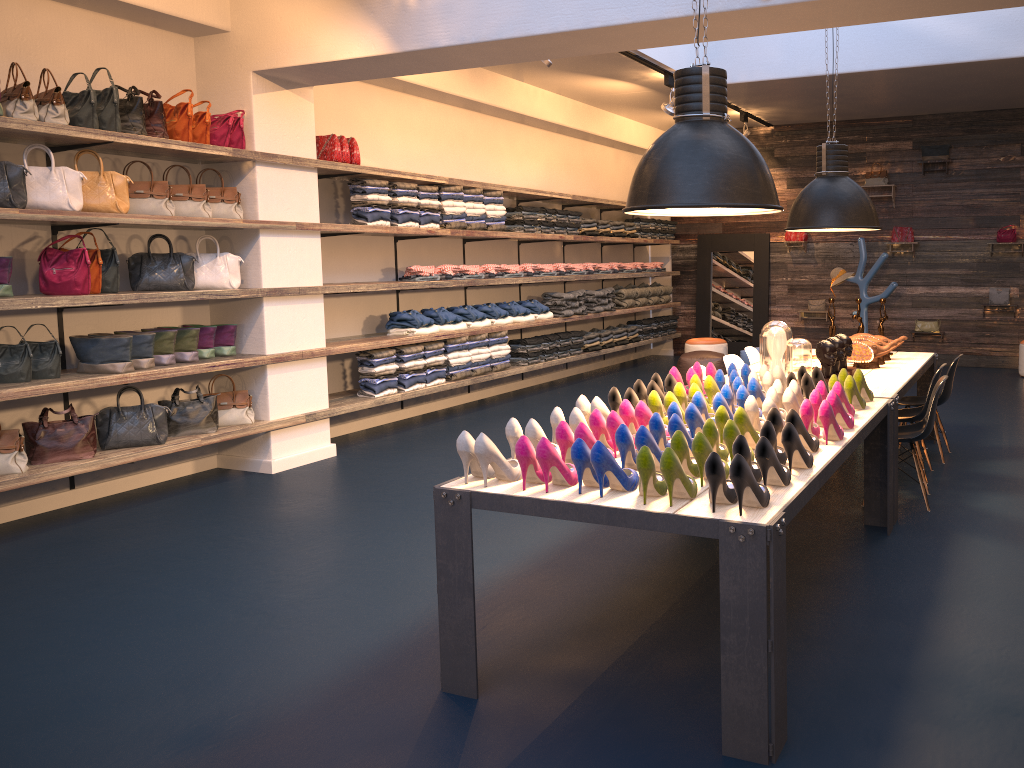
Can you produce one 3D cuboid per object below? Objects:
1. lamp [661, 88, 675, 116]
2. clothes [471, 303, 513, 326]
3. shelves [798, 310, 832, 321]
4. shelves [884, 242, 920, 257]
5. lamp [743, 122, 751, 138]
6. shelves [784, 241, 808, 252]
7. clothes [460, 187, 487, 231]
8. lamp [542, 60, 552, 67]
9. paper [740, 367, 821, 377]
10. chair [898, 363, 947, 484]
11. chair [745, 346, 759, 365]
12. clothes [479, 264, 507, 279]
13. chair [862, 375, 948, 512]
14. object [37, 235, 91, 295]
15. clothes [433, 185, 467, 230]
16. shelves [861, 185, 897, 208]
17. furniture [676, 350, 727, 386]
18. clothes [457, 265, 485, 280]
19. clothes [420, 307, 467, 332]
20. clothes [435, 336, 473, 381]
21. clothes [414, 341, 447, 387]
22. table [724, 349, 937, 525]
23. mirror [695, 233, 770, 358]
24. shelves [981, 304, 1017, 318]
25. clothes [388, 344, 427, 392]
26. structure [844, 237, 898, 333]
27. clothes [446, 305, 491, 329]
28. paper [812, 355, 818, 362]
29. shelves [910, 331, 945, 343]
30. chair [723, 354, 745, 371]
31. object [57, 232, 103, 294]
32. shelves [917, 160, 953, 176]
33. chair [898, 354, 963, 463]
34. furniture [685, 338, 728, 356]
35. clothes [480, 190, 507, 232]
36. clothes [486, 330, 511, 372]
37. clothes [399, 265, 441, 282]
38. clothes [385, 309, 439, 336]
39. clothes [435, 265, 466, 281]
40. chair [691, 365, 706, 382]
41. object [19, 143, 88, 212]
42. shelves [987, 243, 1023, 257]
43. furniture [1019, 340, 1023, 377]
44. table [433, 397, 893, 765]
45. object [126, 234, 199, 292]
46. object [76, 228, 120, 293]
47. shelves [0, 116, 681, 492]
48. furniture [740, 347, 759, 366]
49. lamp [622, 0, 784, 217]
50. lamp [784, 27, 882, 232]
[{"bbox_3d":[1.717,-3.059,9.444,0.191,0.326,0.229,-3,6,-17],"label":"lamp"},{"bbox_3d":[-0.256,-0.737,9.143,0.397,0.239,0.460,3,8,28],"label":"clothes"},{"bbox_3d":[4.474,-1.008,12.831,0.423,0.142,0.263,3,8,26],"label":"shelves"},{"bbox_3d":[5.509,-1.895,12.267,0.423,0.209,0.262,3,8,26],"label":"shelves"},{"bbox_3d":[3.162,-3.414,11.871,0.191,0.326,0.229,-3,6,-17],"label":"lamp"},{"bbox_3d":[4.206,-2.031,12.858,0.284,0.156,0.263,3,8,27],"label":"shelves"},{"bbox_3d":[-0.440,-1.739,8.628,0.248,0.453,0.362,4,7,41],"label":"clothes"},{"bbox_3d":[0.282,-2.706,7.035,0.253,0.326,0.172,-3,6,-18],"label":"lamp"},{"bbox_3d":[1.946,-0.088,6.057,0.770,0.014,0.314,-4,9,-23],"label":"paper"},{"bbox_3d":[2.771,0.246,6.106,0.510,0.797,0.499,2,6,27],"label":"chair"},{"bbox_3d":[2.201,0.100,7.171,0.510,0.797,0.499,2,6,27],"label":"chair"},{"bbox_3d":[-0.255,-1.179,9.099,0.301,0.154,0.375,2,8,23],"label":"clothes"},{"bbox_3d":[2.455,0.340,5.459,0.516,0.797,0.493,1,6,21],"label":"chair"},{"bbox_3d":[-2.647,-0.703,5.128,0.268,0.360,0.201,-5,7,-36],"label":"object"},{"bbox_3d":[-0.620,-1.695,8.327,0.248,0.453,0.362,4,7,41],"label":"clothes"},{"bbox_3d":[5.171,-2.657,12.353,0.523,0.315,0.262,3,7,26],"label":"shelves"},{"bbox_3d":[2.328,-0.196,10.596,0.630,0.421,0.672,1,7,12],"label":"furniture"},{"bbox_3d":[-0.458,-1.129,8.801,0.345,0.158,0.324,-7,10,-40],"label":"clothes"},{"bbox_3d":[-0.702,-0.628,8.396,0.390,0.239,0.467,6,10,44],"label":"clothes"},{"bbox_3d":[-0.573,-0.263,8.437,0.248,0.453,0.362,4,7,41],"label":"clothes"},{"bbox_3d":[-0.785,-0.196,8.098,0.235,0.409,0.345,3,7,35],"label":"clothes"},{"bbox_3d":[2.337,0.247,6.335,1.154,0.736,2.724,3,9,30],"label":"table"},{"bbox_3d":[3.376,-1.340,13.313,1.084,1.908,0.286,1,5,25],"label":"mirror"},{"bbox_3d":[6.636,-0.992,11.831,0.423,0.182,0.262,3,8,26],"label":"shelves"},{"bbox_3d":[-0.943,-0.150,7.784,0.235,0.409,0.345,3,7,35],"label":"clothes"},{"bbox_3d":[4.732,-1.051,11.596,0.187,1.798,0.892,-4,6,-33],"label":"structure"},{"bbox_3d":[-0.481,-0.682,8.765,0.397,0.239,0.460,3,8,28],"label":"clothes"},{"bbox_3d":[2.282,-0.192,6.777,0.308,0.014,0.784,6,10,38],"label":"paper"},{"bbox_3d":[5.849,-0.659,12.224,0.423,0.156,0.262,3,8,26],"label":"shelves"},{"bbox_3d":[1.867,0.193,6.534,0.503,0.797,0.505,3,7,36],"label":"chair"},{"bbox_3d":[-2.649,-0.735,5.274,0.274,0.383,0.209,-6,7,-39],"label":"object"},{"bbox_3d":[5.851,-2.991,12.009,0.423,0.178,0.263,3,8,26],"label":"shelves"},{"bbox_3d":[3.187,0.160,6.691,0.507,0.797,0.501,2,6,29],"label":"chair"},{"bbox_3d":[2.589,-0.365,11.566,0.540,0.478,0.624,3,8,31],"label":"furniture"},{"bbox_3d":[-0.243,-1.788,8.960,0.248,0.453,0.362,4,7,41],"label":"clothes"},{"bbox_3d":[-0.196,-0.355,9.071,0.248,0.453,0.362,4,7,41],"label":"clothes"},{"bbox_3d":[-0.852,-1.032,8.138,0.345,0.158,0.324,-7,10,-40],"label":"clothes"},{"bbox_3d":[-0.944,-0.569,7.988,0.397,0.239,0.460,3,8,28],"label":"clothes"},{"bbox_3d":[-0.650,-1.082,8.436,0.301,0.154,0.375,2,8,23],"label":"clothes"},{"bbox_3d":[1.500,0.283,5.922,0.510,0.797,0.499,2,6,27],"label":"chair"},{"bbox_3d":[-2.680,-1.178,4.966,0.455,0.384,0.180,-4,6,-26],"label":"object"},{"bbox_3d":[6.696,-1.818,11.751,0.463,0.183,0.216,3,8,26],"label":"shelves"},{"bbox_3d":[6.764,-0.326,11.053,0.540,0.478,0.624,3,8,31],"label":"furniture"},{"bbox_3d":[0.943,0.589,3.993,1.154,0.736,2.724,3,9,30],"label":"table"},{"bbox_3d":[-2.340,-0.813,5.823,0.458,0.384,0.179,-4,6,-29],"label":"object"},{"bbox_3d":[-2.609,-0.769,5.423,0.298,0.408,0.134,-1,5,-5],"label":"object"},{"bbox_3d":[1.220,-0.307,4.434,8.077,2.215,18.067,4,9,29],"label":"shelves"},{"bbox_3d":[3.247,-0.264,11.021,0.691,0.421,0.610,-4,8,-23],"label":"furniture"},{"bbox_3d":[0.798,-1.558,3.695,0.666,1.638,0.737,1,5,20],"label":"lamp"},{"bbox_3d":[2.282,-1.923,6.190,0.750,1.638,0.653,-4,5,-26],"label":"lamp"}]
